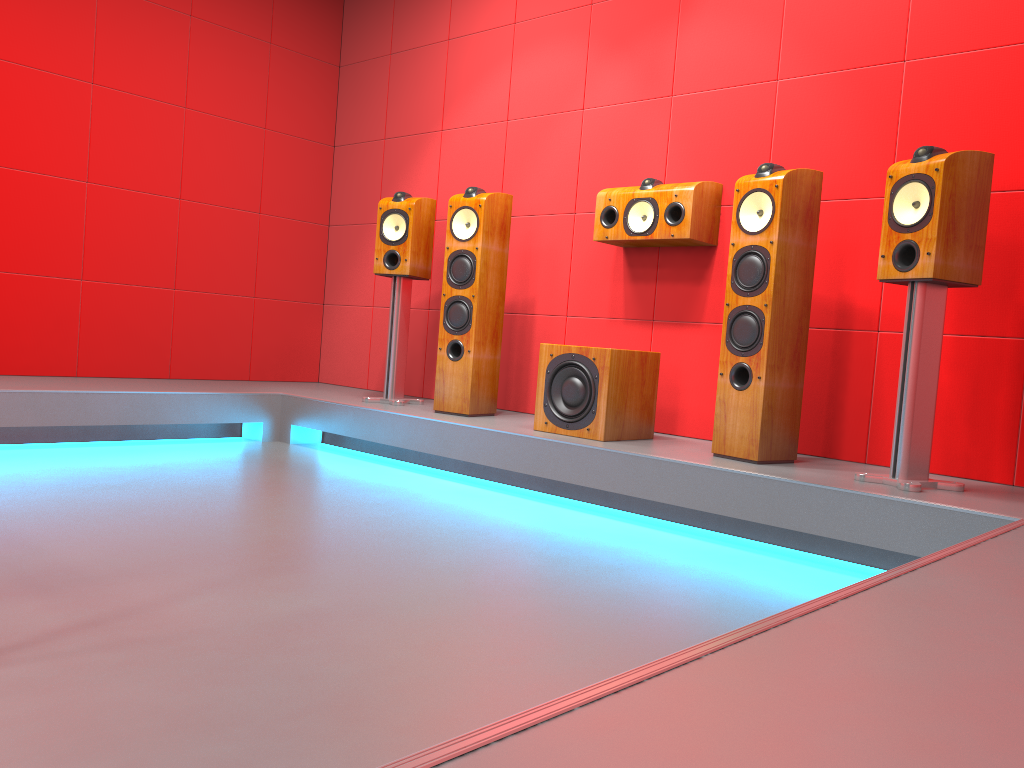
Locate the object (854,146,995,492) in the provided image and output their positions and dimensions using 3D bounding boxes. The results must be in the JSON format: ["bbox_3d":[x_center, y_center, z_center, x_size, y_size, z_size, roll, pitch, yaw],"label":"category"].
[{"bbox_3d":[1.300,-0.205,2.792,0.265,1.058,0.231,3,3,-28],"label":"object"}]

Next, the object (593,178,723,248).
[{"bbox_3d":[0.626,-0.747,3.851,0.493,0.271,0.235,7,4,42],"label":"object"}]

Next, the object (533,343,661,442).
[{"bbox_3d":[0.347,0.030,3.648,0.360,0.360,0.360,7,4,42],"label":"object"}]

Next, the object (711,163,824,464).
[{"bbox_3d":[0.910,-0.251,3.177,0.238,1.052,0.203,2,3,-38],"label":"object"}]

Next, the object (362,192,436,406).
[{"bbox_3d":[-0.563,-0.430,4.490,0.231,1.058,0.265,6,3,22],"label":"object"}]

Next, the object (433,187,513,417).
[{"bbox_3d":[-0.183,-0.382,4.144,0.203,1.052,0.238,6,3,32],"label":"object"}]
